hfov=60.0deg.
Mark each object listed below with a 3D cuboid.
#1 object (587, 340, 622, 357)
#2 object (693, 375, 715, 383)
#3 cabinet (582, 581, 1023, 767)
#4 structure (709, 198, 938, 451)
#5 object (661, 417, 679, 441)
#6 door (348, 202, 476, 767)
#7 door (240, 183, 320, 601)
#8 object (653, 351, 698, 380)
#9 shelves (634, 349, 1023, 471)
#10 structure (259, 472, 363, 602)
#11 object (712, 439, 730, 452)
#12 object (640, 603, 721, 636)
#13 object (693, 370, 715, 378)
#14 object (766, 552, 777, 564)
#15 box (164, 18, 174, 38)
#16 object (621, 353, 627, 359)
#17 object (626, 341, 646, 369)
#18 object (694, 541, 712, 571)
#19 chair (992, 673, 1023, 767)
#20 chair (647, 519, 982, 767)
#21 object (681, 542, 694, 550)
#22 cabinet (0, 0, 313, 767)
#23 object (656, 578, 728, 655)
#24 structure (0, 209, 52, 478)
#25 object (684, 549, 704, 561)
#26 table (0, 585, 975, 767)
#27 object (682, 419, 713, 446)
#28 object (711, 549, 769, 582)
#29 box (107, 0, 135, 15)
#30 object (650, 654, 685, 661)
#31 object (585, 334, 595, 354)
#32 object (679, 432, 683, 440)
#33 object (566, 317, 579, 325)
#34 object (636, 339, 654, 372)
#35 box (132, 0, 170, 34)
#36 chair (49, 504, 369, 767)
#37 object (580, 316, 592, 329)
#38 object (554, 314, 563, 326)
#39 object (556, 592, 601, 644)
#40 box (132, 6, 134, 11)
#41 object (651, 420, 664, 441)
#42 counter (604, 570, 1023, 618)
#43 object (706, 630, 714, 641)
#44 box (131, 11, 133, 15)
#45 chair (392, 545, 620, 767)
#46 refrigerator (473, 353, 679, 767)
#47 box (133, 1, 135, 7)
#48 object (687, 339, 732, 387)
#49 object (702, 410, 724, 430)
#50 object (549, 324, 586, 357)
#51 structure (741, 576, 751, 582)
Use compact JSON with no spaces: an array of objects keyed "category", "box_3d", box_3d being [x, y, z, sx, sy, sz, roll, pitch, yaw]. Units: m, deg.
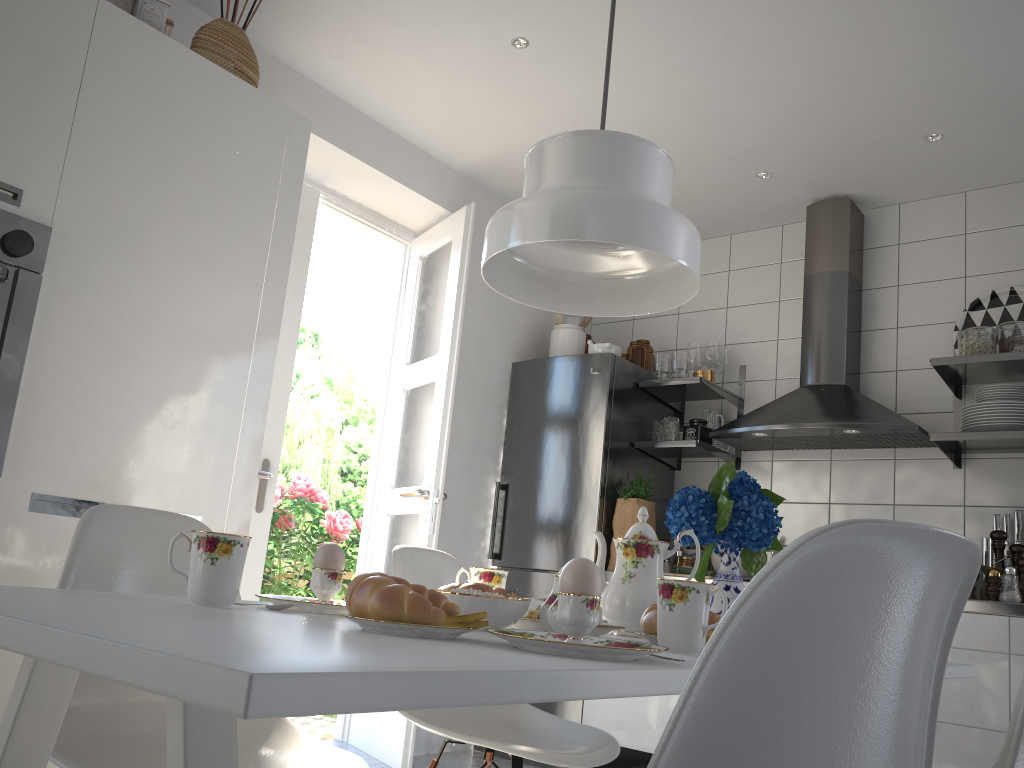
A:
[{"category":"object","box_3d":[0.442,-0.144,4.190,0.159,0.109,0.174,-3,-15,34]},{"category":"object","box_3d":[0.879,-0.013,4.061,0.100,0.036,0.100,13,-15,-30]},{"category":"cabinet","box_3d":[1.765,1.188,2.922,3.242,0.789,0.666,-5,-16,39]},{"category":"structure","box_3d":[1.332,-0.293,3.823,0.869,1.084,0.475,-4,-15,39]},{"category":"object","box_3d":[0.722,0.212,4.030,0.086,0.119,0.086,-3,-14,35]},{"category":"door","box_3d":[-0.439,0.390,3.830,0.157,2.309,0.604,12,-13,-29]},{"category":"door","box_3d":[-1.147,0.222,3.414,0.157,2.309,0.606,-3,-14,39]},{"category":"object","box_3d":[0.761,-0.058,4.142,0.190,0.133,0.230,-1,-14,29]},{"category":"shelves","box_3d":[1.688,0.046,3.465,2.543,0.508,0.429,-5,-16,39]},{"category":"structure","box_3d":[-1.374,1.158,5.247,1.263,1.271,1.183,-4,-16,40]},{"category":"object","box_3d":[0.961,0.275,4.154,0.108,0.099,0.083,-1,-13,28]},{"category":"object","box_3d":[0.265,0.366,1.361,0.161,0.057,0.124,15,-15,-35]},{"category":"object","box_3d":[0.880,-0.034,4.066,0.100,0.048,0.100,12,-14,-26]},{"category":"object","box_3d":[1.027,0.733,3.685,0.348,0.153,0.201,8,-12,-11]},{"category":"box","box_3d":[-1.017,-0.981,2.516,0.081,0.110,0.081,14,-14,-34]},{"category":"object","box_3d":[0.546,-0.085,4.440,0.093,0.126,0.093,12,-13,-28]},{"category":"object","box_3d":[0.602,-0.125,4.301,0.093,0.153,0.093,12,-13,-27]},{"category":"object","box_3d":[0.885,0.769,4.074,0.090,0.280,0.082,-3,-14,39]},{"category":"chair","box_3d":[0.611,0.714,1.400,0.542,0.795,0.468,0,-13,28]},{"category":"chair","box_3d":[0.123,0.530,0.816,0.467,0.795,0.544,14,-14,-35]},{"category":"object","box_3d":[0.825,0.776,4.129,0.066,0.280,0.067,-2,-13,34]},{"category":"cabinet","box_3d":[-1.355,0.045,2.222,0.513,2.081,1.386,-3,-15,39]},{"category":"object","box_3d":[0.232,0.313,1.188,0.078,0.095,0.091,9,-12,-13]},{"category":"structure","box_3d":[-1.388,-0.130,1.971,0.322,0.605,0.731,-3,-15,39]},{"category":"object","box_3d":[0.826,0.828,4.040,0.077,0.140,0.044,-4,-14,39]},{"category":"table","box_3d":[0.069,0.727,1.385,0.815,0.655,1.837,-4,-16,39]},{"category":"object","box_3d":[0.844,0.222,4.024,0.101,0.122,0.100,16,-15,-39]},{"category":"object","box_3d":[0.999,0.797,3.902,0.247,0.174,0.249,8,-12,-10]},{"category":"box","box_3d":[-1.086,-1.012,2.415,0.081,0.110,0.081,14,-14,-34]},{"category":"object","box_3d":[0.138,0.313,1.045,0.140,0.011,0.032,-6,-17,42]},{"category":"object","box_3d":[0.358,-0.134,4.547,0.118,0.234,0.118,11,-12,-24]},{"category":"object","box_3d":[0.826,0.291,4.282,0.083,0.099,0.109,4,-12,9]},{"category":"object","box_3d":[0.282,-0.214,4.380,0.064,0.288,0.142,3,-12,13]},{"category":"object","box_3d":[0.644,-0.118,4.402,0.097,0.193,0.097,-3,-14,38]},{"category":"box","box_3d":[-0.997,-0.999,2.431,0.081,0.110,0.081,14,-14,-34]},{"category":"chair","box_3d":[-0.506,0.598,1.387,0.543,0.795,0.468,-3,-15,38]},{"category":"object","box_3d":[0.327,-0.211,4.378,0.131,0.294,0.057,2,-12,19]},{"category":"object","box_3d":[0.227,-0.206,4.371,0.054,0.260,0.150,3,-12,14]},{"category":"object","box_3d":[0.072,0.259,0.971,0.048,0.057,0.048,8,-12,-9]},{"category":"box","box_3d":[-1.070,-1.099,2.517,0.081,0.110,0.081,11,-13,-25]},{"category":"object","box_3d":[0.692,0.231,4.124,0.086,0.119,0.086,15,-15,-39]},{"category":"counter","box_3d":[1.811,0.784,3.005,3.243,0.045,0.655,-5,-17,39]},{"category":"object","box_3d":[0.280,0.377,1.309,0.071,0.036,0.109,17,-17,-41]},{"category":"box","box_3d":[-1.104,-0.994,2.500,0.081,0.110,0.081,12,-13,-30]},{"category":"chair","box_3d":[-0.047,0.774,1.947,0.542,0.795,0.468,-2,-14,33]},{"category":"refrigerator","box_3d":[0.318,0.822,4.198,0.577,1.787,0.698,-3,-14,39]},{"category":"box","box_3d":[-1.044,-1.115,2.433,0.081,0.110,0.081,-5,-16,44]},{"category":"object","box_3d":[0.939,-0.070,4.255,0.193,0.243,0.207,-3,-15,37]},{"category":"object","box_3d":[0.942,0.179,4.192,0.083,0.099,0.109,9,-12,-16]},{"category":"object","box_3d":[0.272,-0.172,4.362,0.174,0.206,0.175,-2,-14,34]},{"category":"structure","box_3d":[1.156,0.803,3.532,0.468,0.028,0.493,-5,-17,39]}]
